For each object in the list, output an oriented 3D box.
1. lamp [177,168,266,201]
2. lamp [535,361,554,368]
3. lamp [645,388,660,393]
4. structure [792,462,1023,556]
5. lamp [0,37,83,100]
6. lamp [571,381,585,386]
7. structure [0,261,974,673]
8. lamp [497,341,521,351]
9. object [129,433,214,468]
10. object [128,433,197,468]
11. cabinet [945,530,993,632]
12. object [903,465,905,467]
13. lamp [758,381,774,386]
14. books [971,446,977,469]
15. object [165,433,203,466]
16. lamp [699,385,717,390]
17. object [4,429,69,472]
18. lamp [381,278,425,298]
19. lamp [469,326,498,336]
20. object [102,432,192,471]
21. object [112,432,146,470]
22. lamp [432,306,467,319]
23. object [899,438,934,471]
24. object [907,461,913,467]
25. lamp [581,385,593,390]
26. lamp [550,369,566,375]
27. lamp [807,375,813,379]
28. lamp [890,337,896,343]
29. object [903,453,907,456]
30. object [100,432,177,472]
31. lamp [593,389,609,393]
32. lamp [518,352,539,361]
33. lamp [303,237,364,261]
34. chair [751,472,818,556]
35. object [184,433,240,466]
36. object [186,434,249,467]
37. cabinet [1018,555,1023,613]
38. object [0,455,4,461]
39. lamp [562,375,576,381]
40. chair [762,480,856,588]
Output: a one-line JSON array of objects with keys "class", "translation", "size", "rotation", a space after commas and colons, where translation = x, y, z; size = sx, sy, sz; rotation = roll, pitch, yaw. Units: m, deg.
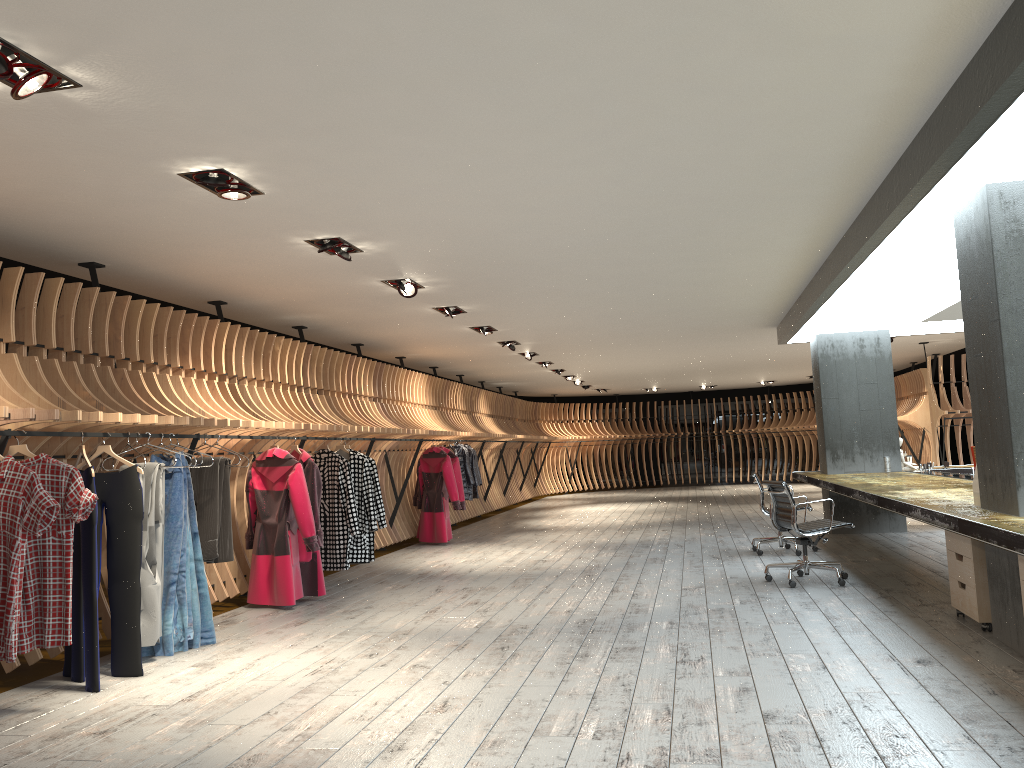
[{"class": "lamp", "translation": [-1.624, -1.157, 4.979], "size": [0.269, 0.296, 0.492], "rotation": [-4, -5, 11]}, {"class": "lamp", "translation": [0.586, -0.410, 15.882], "size": [0.269, 0.299, 0.492], "rotation": [-4, -5, 11]}, {"class": "lamp", "translation": [3.797, 0.091, 24.281], "size": [0.493, 0.293, 0.269], "rotation": [-1, -5, -15]}, {"class": "structure", "translation": [4.587, 0.833, 3.441], "size": [4.835, 0.845, 18.451], "rotation": [-4, -5, 11]}, {"class": "lamp", "translation": [-1.940, -1.261, 3.421], "size": [0.269, 0.301, 0.492], "rotation": [-4, -5, 11]}, {"class": "lamp", "translation": [1.533, -0.093, 20.556], "size": [0.269, 0.291, 0.492], "rotation": [-4, -5, 11]}, {"class": "structure", "translation": [4.711, 0.284, 7.625], "size": [14.878, 2.444, 36.506], "rotation": [-4, -5, 11]}, {"class": "lamp", "translation": [-0.045, -0.625, 12.767], "size": [0.269, 0.294, 0.492], "rotation": [-4, -5, 11]}, {"class": "object", "translation": [-2.329, 0.457, 6.060], "size": [0.549, 0.243, 0.023], "rotation": [-1, -6, -17]}, {"class": "object", "translation": [-2.356, 0.448, 5.957], "size": [0.549, 0.243, 0.023], "rotation": [-4, -6, 18]}, {"class": "cabinet", "translation": [3.387, 1.158, 5.495], "size": [1.131, 0.631, 0.593], "rotation": [-4, -5, 11]}, {"class": "object", "translation": [5.068, 1.058, 11.558], "size": [0.108, 0.129, 0.108], "rotation": [-5, -6, 26]}, {"class": "lamp", "translation": [6.783, -0.101, 23.608], "size": [0.492, 0.295, 0.269], "rotation": [-6, -6, 38]}, {"class": "books", "translation": [2.860, 0.559, 5.385], "size": [0.048, 0.368, 0.215], "rotation": [-4, -5, 11]}, {"class": "object", "translation": [-2.324, 0.472, 6.181], "size": [0.548, 0.257, 0.023], "rotation": [-6, -6, 37]}, {"class": "lamp", "translation": [5.376, 0.019, 24.313], "size": [0.492, 0.292, 0.269], "rotation": [-4, -5, 16]}, {"class": "object", "translation": [-2.600, 0.380, 4.687], "size": [0.524, 0.286, 0.015], "rotation": [-2, -5, -4]}, {"class": "lamp", "translation": [-0.993, -0.946, 8.095], "size": [0.269, 0.292, 0.492], "rotation": [-4, -5, 11]}, {"class": "lamp", "translation": [-0.361, -0.731, 11.210], "size": [0.269, 0.296, 0.492], "rotation": [-4, -5, 11]}, {"class": "object", "translation": [-2.383, 0.436, 5.802], "size": [0.549, 0.243, 0.023], "rotation": [0, -6, -27]}, {"class": "object", "translation": [-2.424, 0.422, 5.602], "size": [0.023, 0.243, 0.548], "rotation": [2, -7, -42]}, {"class": "lamp", "translation": [-0.677, -0.838, 9.652], "size": [0.269, 0.295, 0.492], "rotation": [-4, -5, 11]}, {"class": "object", "translation": [5.138, 0.895, 11.357], "size": [0.431, 0.430, 0.195], "rotation": [-3, -5, 7]}, {"class": "object", "translation": [5.195, 1.061, 11.575], "size": [0.061, 0.112, 0.061], "rotation": [-3, -5, 0]}, {"class": "lamp", "translation": [1.849, 0.010, 22.114], "size": [0.269, 0.284, 0.492], "rotation": [-4, -5, 11]}, {"class": "lamp", "translation": [0.902, -0.304, 17.440], "size": [0.269, 0.296, 0.492], "rotation": [-4, -5, 11]}, {"class": "lamp", "translation": [7.611, -0.243, 22.298], "size": [0.269, 0.293, 0.492], "rotation": [-2, -5, -5]}, {"class": "lamp", "translation": [6.109, -0.780, 14.499], "size": [0.269, 0.295, 0.492], "rotation": [-4, -5, 11]}, {"class": "object", "translation": [5.122, 1.016, 11.606], "size": [0.138, 0.209, 0.034], "rotation": [-2, -5, -9]}, {"class": "object", "translation": [-2.405, 0.433, 5.696], "size": [0.549, 0.251, 0.023], "rotation": [-4, -6, 13]}, {"class": "lamp", "translation": [2.380, 0.097, 23.589], "size": [0.492, 0.279, 0.269], "rotation": [1, -6, -38]}, {"class": "lamp", "translation": [0.271, -0.514, 14.325], "size": [0.269, 0.302, 0.492], "rotation": [-4, -5, 11]}, {"class": "lamp", "translation": [-1.308, -1.056, 6.537], "size": [0.269, 0.285, 0.492], "rotation": [-4, -5, 11]}, {"class": "chair", "translation": [2.927, 1.382, 9.568], "size": [0.667, 0.861, 0.692], "rotation": [-3, -5, 7]}, {"class": "object", "translation": [-2.244, 0.484, 6.494], "size": [0.549, 0.243, 0.023], "rotation": [-4, -6, 13]}, {"class": "object", "translation": [-2.234, 0.508, 6.686], "size": [0.547, 0.262, 0.023], "rotation": [-4, -6, 13]}, {"class": "cabinet", "translation": [3.119, 1.067, 4.173], "size": [1.131, 0.631, 0.593], "rotation": [-4, -5, 11]}, {"class": "object", "translation": [-2.649, 0.359, 4.480], "size": [0.525, 0.270, 0.012], "rotation": [-4, -5, 11]}, {"class": "lamp", "translation": [1.218, -0.199, 18.998], "size": [0.269, 0.293, 0.492], "rotation": [-4, -5, 11]}, {"class": "chair", "translation": [2.523, 1.243, 7.537], "size": [0.667, 0.861, 0.692], "rotation": [-2, -5, -13]}]
